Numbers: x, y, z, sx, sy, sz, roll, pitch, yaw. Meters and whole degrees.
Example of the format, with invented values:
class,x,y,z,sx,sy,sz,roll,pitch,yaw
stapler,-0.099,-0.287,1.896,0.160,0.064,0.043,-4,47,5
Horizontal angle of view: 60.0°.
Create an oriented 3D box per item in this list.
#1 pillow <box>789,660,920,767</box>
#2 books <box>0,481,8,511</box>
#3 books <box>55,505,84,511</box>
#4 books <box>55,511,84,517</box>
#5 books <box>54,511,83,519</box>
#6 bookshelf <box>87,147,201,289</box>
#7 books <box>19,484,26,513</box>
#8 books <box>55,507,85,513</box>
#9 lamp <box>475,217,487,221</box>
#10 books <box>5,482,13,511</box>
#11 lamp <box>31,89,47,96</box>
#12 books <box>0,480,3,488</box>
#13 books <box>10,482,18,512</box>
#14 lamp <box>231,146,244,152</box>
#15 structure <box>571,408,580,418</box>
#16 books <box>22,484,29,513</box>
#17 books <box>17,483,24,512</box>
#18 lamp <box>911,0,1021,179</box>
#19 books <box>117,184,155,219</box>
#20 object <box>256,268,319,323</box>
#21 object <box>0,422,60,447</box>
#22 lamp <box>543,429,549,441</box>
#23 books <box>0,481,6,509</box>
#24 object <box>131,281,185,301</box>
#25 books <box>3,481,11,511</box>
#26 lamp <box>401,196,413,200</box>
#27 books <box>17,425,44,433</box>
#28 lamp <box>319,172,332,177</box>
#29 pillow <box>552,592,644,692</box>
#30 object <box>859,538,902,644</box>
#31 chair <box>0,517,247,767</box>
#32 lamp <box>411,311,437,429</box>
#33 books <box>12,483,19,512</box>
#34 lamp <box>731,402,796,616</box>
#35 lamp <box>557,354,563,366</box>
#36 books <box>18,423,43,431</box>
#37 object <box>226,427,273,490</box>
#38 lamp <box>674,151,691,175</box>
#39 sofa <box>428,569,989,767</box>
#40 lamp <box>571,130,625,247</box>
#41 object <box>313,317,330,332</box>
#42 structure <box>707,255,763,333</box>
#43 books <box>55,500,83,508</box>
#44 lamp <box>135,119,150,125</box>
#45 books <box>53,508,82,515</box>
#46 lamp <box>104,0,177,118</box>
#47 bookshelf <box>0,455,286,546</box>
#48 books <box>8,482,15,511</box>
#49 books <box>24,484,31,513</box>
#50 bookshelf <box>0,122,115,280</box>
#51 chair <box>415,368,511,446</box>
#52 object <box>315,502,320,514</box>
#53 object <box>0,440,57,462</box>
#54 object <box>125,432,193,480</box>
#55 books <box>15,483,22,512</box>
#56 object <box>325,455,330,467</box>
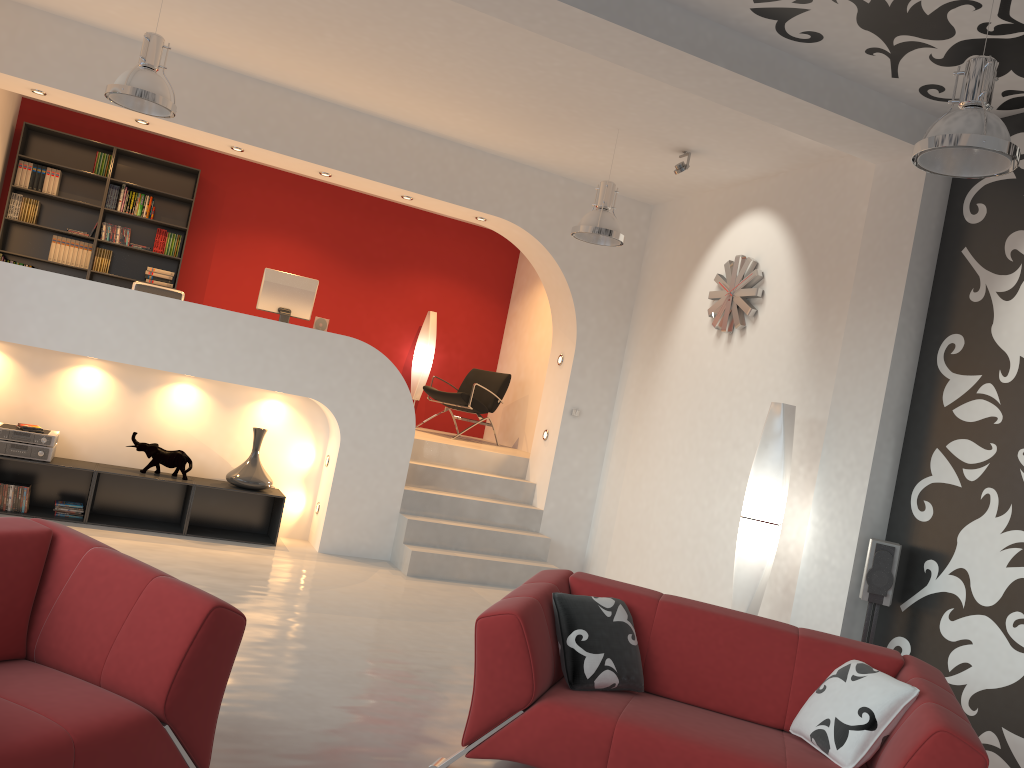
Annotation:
class,x,y,z,sx,sy,sz,roll,pitch,yaw
pillow,1.293,1.246,3.373,0.288,0.343,0.402,12,-2,-15
books,-3.636,0.800,6.352,0.031,0.190,0.135,12,-2,-23
books,-3.270,0.906,6.558,0.190,0.015,0.135,12,-2,-23
books,-3.274,0.952,6.567,0.190,0.015,0.135,12,-2,-23
books,-3.282,0.965,6.564,0.190,0.015,0.135,12,-2,-28
bookshelf,-3.838,-1.201,9.065,0.816,2.213,0.305,12,-2,-23
books,-3.528,0.823,6.398,0.031,0.190,0.135,12,-2,-23
books,-3.272,0.921,6.566,0.190,0.015,0.135,12,-2,-23
lamp,-0.270,-1.437,7.737,0.105,0.011,0.105,12,-2,-34
books,-3.609,0.805,6.363,0.031,0.190,0.135,12,-2,-23
lamp,-3.407,-2.098,6.381,0.105,0.011,0.105,12,-2,-19
books,-3.663,0.794,6.340,0.031,0.190,0.135,12,-2,-23
books,-3.582,0.811,6.375,0.031,0.190,0.135,12,-2,-23
lamp,-2.145,-1.832,6.927,0.105,0.011,0.105,12,-2,-34
structure,0.566,0.257,7.902,0.080,0.080,0.016,12,-2,-23
books,-3.514,0.825,6.404,0.031,0.190,0.135,12,-2,-23
books,-3.541,0.820,6.393,0.031,0.190,0.135,12,-2,-23
lamp,1.837,-1.253,3.467,0.379,0.800,0.379,12,-2,-30
books,-3.823,-1.843,9.059,0.341,0.286,0.231,12,-2,-23
object,-1.915,-0.711,7.526,0.458,0.452,0.230,12,-2,-23
object,-3.546,0.365,6.450,0.430,0.077,0.349,12,-2,-23
lamp,0.305,0.466,8.084,0.011,0.105,0.105,12,-2,-23
books,-3.649,0.797,6.346,0.031,0.190,0.135,12,-2,-23
object,-2.887,-0.683,7.205,0.397,0.217,0.458,12,-2,-23
books,-3.622,0.803,6.358,0.031,0.190,0.135,12,-2,-23
lamp,-0.883,-1.566,7.472,0.105,0.011,0.105,12,-2,-34
books,-3.495,0.328,6.434,0.135,0.015,0.190,13,-2,-43
lamp,-1.514,-1.699,7.199,0.105,0.011,0.105,12,-2,-34
pillow,0.357,1.069,3.671,0.402,0.343,0.288,12,-2,-30
object,1.917,1.400,4.789,0.214,1.112,0.229,11,-2,22
chair,-1.514,0.844,2.472,0.951,0.738,1.288,10,-2,27
lamp,-1.050,-0.174,10.247,0.237,1.349,0.237,12,-2,-15
books,-3.568,0.814,6.381,0.031,0.190,0.135,12,-2,-23
lamp,1.502,0.996,5.443,0.313,1.779,0.313,12,-2,-15
lamp,0.441,-0.220,8.103,0.011,0.105,0.105,12,-2,-23
books,-3.499,0.312,6.442,0.135,0.015,0.190,12,-2,-38
object,-2.059,0.593,7.083,0.369,0.481,0.369,10,-2,32
lamp,1.240,-1.601,6.443,0.112,0.176,0.118,11,-2,19
sofa,0.774,1.328,3.518,1.929,0.738,0.951,11,-2,17
lamp,0.675,-1.405,6.229,0.379,0.800,0.379,10,-2,38
object,-1.667,-0.501,7.696,0.133,0.147,0.151,13,-2,-39
structure,1.665,-0.677,6.674,0.090,0.596,0.596,12,-2,-23
books,-3.278,0.889,6.561,0.190,0.015,0.135,12,-2,-28
lamp,-2.776,-1.965,6.654,0.105,0.011,0.105,12,-2,-34
books,-3.280,0.935,6.563,0.190,0.015,0.135,12,-2,-18
lamp,-2.037,-1.976,5.056,0.379,0.800,0.379,10,-2,38
bookshelf,-3.144,0.813,6.638,2.764,0.397,0.405,12,-2,-23
books,-3.595,0.808,6.369,0.031,0.190,0.135,12,-2,-23
books,-3.501,0.828,6.410,0.031,0.190,0.135,12,-2,-23
bookshelf,-4.573,-1.356,8.747,0.816,2.213,0.305,12,-2,-23
chair,-0.531,0.193,9.636,0.664,0.795,0.768,10,-2,42
object,-1.618,1.033,7.378,0.011,0.105,0.105,12,-2,-23
object,-3.562,0.462,6.440,0.430,0.100,0.365,12,-2,-23
object,-2.712,0.551,6.832,0.507,0.296,0.191,11,-2,-7
books,-3.555,0.817,6.387,0.031,0.190,0.135,12,-2,-23
object,-1.540,0.641,7.389,0.011,0.105,0.105,12,-2,-23
